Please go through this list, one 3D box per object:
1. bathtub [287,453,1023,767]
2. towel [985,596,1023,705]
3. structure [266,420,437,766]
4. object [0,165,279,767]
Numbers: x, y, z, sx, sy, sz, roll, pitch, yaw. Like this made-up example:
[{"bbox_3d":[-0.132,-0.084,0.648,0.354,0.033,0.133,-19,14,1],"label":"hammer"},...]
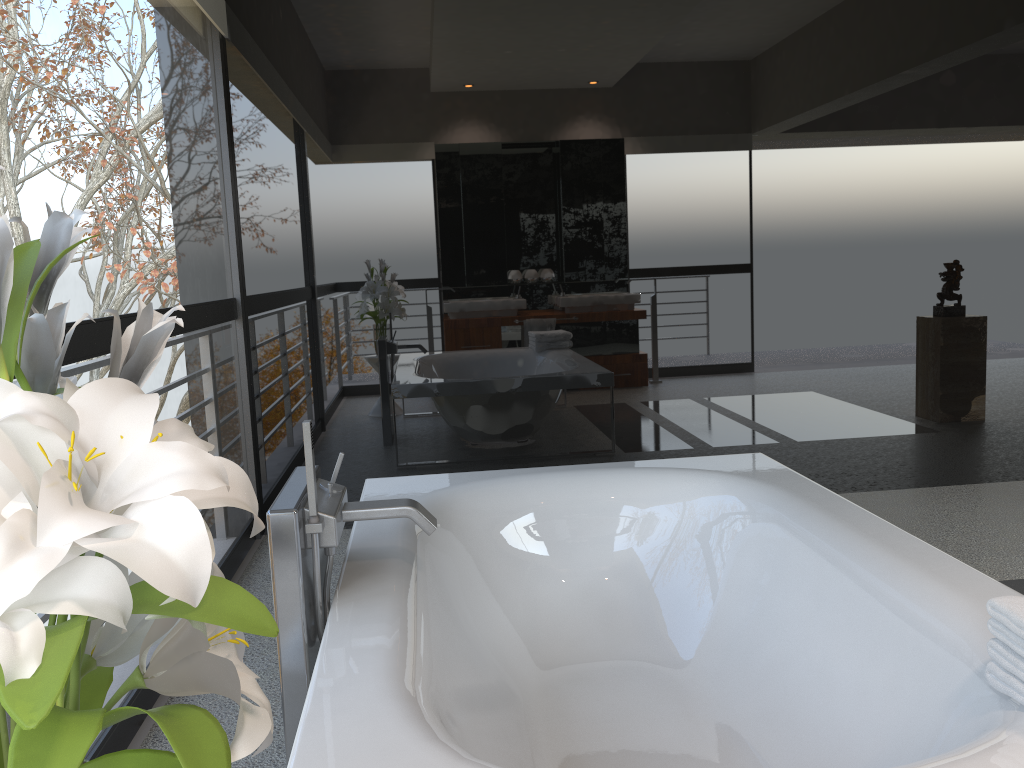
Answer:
[{"bbox_3d":[0.292,0.642,2.004,1.327,0.504,1.960,-3,8,-5],"label":"bathtub"},{"bbox_3d":[0.888,0.406,1.228,0.305,0.145,0.322,-3,8,-2],"label":"towel"},{"bbox_3d":[-0.322,0.487,1.968,0.330,0.884,0.402,-3,7,-5],"label":"structure"},{"bbox_3d":[-0.418,0.218,0.711,0.460,0.795,0.450,0,8,22],"label":"object"}]
